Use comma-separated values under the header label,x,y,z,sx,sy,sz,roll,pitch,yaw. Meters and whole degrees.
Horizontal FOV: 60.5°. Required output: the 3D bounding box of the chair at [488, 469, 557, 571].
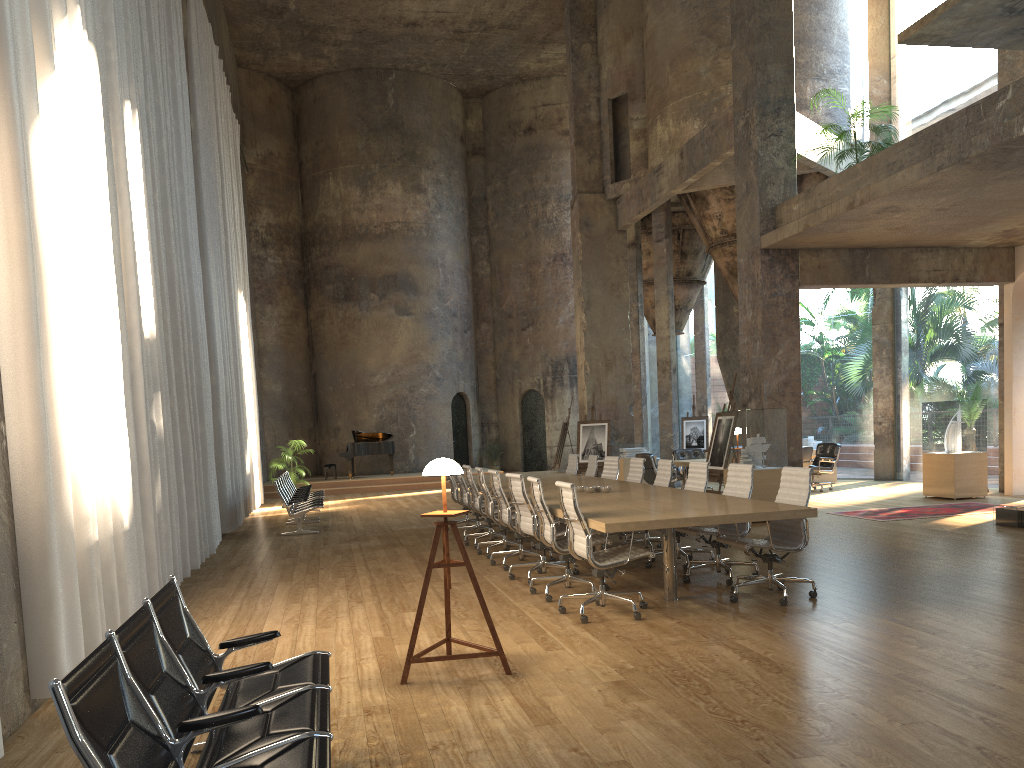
label,x,y,z,sx,sy,sz,roll,pitch,yaw
chair,0.099,1.400,9.256,0.698,1.033,0.661,-3,2,-6

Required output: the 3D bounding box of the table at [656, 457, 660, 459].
label,x,y,z,sx,sy,sz,roll,pitch,yaw
table,2.805,2.187,22.356,1.868,0.550,0.938,-2,-1,-12

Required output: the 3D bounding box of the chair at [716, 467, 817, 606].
label,x,y,z,sx,sy,sz,roll,pitch,yaw
chair,2.020,1.185,6.935,0.698,1.033,0.661,-3,2,-6

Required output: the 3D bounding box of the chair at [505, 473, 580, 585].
label,x,y,z,sx,sy,sz,roll,pitch,yaw
chair,0.304,1.343,8.347,0.698,1.033,0.662,-3,3,-12

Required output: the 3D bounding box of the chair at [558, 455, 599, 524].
label,x,y,z,sx,sy,sz,roll,pitch,yaw
chair,0.894,1.516,12.241,0.698,1.033,0.661,-3,2,-3

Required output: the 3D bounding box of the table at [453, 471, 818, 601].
label,x,y,z,sx,sy,sz,roll,pitch,yaw
table,0.639,1.540,9.946,1.598,0.763,7.693,-2,-3,-12

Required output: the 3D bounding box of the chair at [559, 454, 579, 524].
label,x,y,z,sx,sy,sz,roll,pitch,yaw
chair,0.680,1.571,13.077,0.698,1.033,0.661,-3,2,-6

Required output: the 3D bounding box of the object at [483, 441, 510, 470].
label,x,y,z,sx,sy,sz,roll,pitch,yaw
object,-0.505,2.210,26.997,0.912,0.998,0.902,-3,1,-1

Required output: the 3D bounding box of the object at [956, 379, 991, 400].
label,x,y,z,sx,sy,sz,roll,pitch,yaw
object,7.535,0.384,14.540,0.686,0.947,0.857,-4,1,-21

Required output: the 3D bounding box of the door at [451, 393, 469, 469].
label,x,y,z,sx,sy,sz,roll,pitch,yaw
door,-1.610,1.398,26.285,0.091,2.315,0.895,1,5,36

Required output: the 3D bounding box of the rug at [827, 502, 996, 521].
label,x,y,z,sx,sy,sz,roll,pitch,yaw
rug,5.882,1.783,12.360,2.458,0.009,1.342,-2,-3,-12

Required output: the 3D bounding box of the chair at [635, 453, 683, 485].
label,x,y,z,sx,sy,sz,roll,pitch,yaw
chair,2.735,1.688,16.004,0.819,0.899,0.727,-3,2,-16

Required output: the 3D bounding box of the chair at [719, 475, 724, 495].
label,x,y,z,sx,sy,sz,roll,pitch,yaw
chair,3.915,1.604,15.502,0.728,0.899,0.819,-3,1,-18

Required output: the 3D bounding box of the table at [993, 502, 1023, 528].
label,x,y,z,sx,sy,sz,roll,pitch,yaw
table,6.275,1.554,10.526,0.858,0.248,0.369,-2,-1,-12

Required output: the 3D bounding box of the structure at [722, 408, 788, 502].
label,x,y,z,sx,sy,sz,roll,pitch,yaw
structure,3.399,1.135,12.309,0.593,1.560,0.738,-4,3,-12

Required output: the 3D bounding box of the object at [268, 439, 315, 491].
label,x,y,z,sx,sy,sz,roll,pitch,yaw
object,-4.992,1.991,19.897,1.088,1.468,1.125,-4,2,-21

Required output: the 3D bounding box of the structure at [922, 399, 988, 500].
label,x,y,z,sx,sy,sz,roll,pitch,yaw
structure,7.044,1.043,13.997,0.593,1.560,0.738,-4,3,-12

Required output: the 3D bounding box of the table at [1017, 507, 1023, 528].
label,x,y,z,sx,sy,sz,roll,pitch,yaw
table,6.352,1.553,10.168,0.789,0.204,1.107,-2,-3,-12

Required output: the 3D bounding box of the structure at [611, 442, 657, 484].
label,x,y,z,sx,sy,sz,roll,pitch,yaw
structure,2.637,1.786,18.966,0.742,1.022,0.732,-3,2,-12

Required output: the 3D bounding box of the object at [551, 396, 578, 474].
label,x,y,z,sx,sy,sz,roll,pitch,yaw
object,1.185,1.363,19.840,0.685,2.164,0.694,-2,4,14

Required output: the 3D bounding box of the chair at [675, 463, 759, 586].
label,x,y,z,sx,sy,sz,roll,pitch,yaw
chair,1.826,1.242,7.862,0.698,1.033,0.661,-3,2,-8

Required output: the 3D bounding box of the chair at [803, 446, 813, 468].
label,x,y,z,sx,sy,sz,roll,pitch,yaw
chair,4.896,1.568,15.736,0.726,0.899,0.821,-4,2,-38

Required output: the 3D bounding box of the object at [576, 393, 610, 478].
label,x,y,z,sx,sy,sz,roll,pitch,yaw
object,1.679,1.244,18.017,0.702,2.164,0.677,-1,4,20

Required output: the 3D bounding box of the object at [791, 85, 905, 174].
label,x,y,z,sx,sy,sz,roll,pitch,yaw
object,4.757,-3.122,12.232,1.400,1.823,1.349,-3,2,-6

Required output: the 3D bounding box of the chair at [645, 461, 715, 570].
label,x,y,z,sx,sy,sz,roll,pitch,yaw
chair,1.634,1.298,8.758,0.698,1.033,0.661,-3,2,-6

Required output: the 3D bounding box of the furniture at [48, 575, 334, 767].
label,x,y,z,sx,sy,sz,roll,pitch,yaw
furniture,-1.028,1.235,3.272,0.707,0.847,1.866,-3,-2,-12

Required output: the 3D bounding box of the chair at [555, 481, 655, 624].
label,x,y,z,sx,sy,sz,roll,pitch,yaw
chair,0.688,1.237,6.674,0.698,1.033,0.661,-3,2,-6

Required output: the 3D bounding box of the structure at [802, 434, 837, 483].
label,x,y,z,sx,sy,sz,roll,pitch,yaw
structure,6.247,1.577,18.376,0.734,1.022,0.740,-3,2,-12

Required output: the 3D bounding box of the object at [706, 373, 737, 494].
label,x,y,z,sx,sy,sz,roll,pitch,yaw
object,3.181,0.916,13.153,0.683,2.164,0.696,-4,4,-13

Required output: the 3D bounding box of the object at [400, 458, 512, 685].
label,x,y,z,sx,sy,sz,roll,pitch,yaw
object,-0.293,1.081,5.208,0.571,1.307,0.652,-1,3,21

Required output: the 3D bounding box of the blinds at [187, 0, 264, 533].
label,x,y,z,sx,sy,sz,roll,pitch,yaw
blinds,-5.288,-1.838,16.745,0.274,8.709,7.795,-4,1,-11

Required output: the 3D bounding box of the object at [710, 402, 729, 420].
label,x,y,z,sx,sy,sz,roll,pitch,yaw
object,5.198,0.872,21.708,0.688,0.947,0.854,-2,1,9

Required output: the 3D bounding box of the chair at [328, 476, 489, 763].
label,x,y,z,sx,sy,sz,roll,pitch,yaw
chair,2.132,1.519,13.330,12.931,1.038,31.416,-2,-3,-12

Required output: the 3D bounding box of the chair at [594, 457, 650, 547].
label,x,y,z,sx,sy,sz,roll,pitch,yaw
chair,1.266,1.407,10.495,0.698,1.033,0.661,-3,2,-6

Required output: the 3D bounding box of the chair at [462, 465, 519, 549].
label,x,y,z,sx,sy,sz,roll,pitch,yaw
chair,-0.269,1.509,10.993,0.698,1.033,0.661,-3,2,-6

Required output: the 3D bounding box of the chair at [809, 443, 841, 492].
label,x,y,z,sx,sy,sz,roll,pitch,yaw
chair,5.712,1.573,16.605,0.819,0.899,0.727,-3,2,-17

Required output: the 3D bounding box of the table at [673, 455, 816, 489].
label,x,y,z,sx,sy,sz,roll,pitch,yaw
table,4.260,1.724,16.314,2.406,0.705,1.101,-2,-1,-12

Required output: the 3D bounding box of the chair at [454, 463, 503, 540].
label,x,y,z,sx,sy,sz,roll,pitch,yaw
chair,-0.460,1.565,11.889,0.698,1.033,0.661,-3,2,-8

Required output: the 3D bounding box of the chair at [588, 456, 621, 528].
label,x,y,z,sx,sy,sz,roll,pitch,yaw
chair,1.079,1.464,11.407,0.698,1.033,0.662,-3,3,-12

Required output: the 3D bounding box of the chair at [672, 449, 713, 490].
label,x,y,z,sx,sy,sz,roll,pitch,yaw
chair,3.508,1.698,16.928,0.729,0.899,0.817,-3,1,-5

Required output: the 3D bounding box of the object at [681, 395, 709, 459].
label,x,y,z,sx,sy,sz,roll,pitch,yaw
object,4.747,1.341,22.791,0.702,2.164,0.677,-2,4,17

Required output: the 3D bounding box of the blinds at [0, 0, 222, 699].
label,x,y,z,sx,sy,sz,roll,pitch,yaw
blinds,-3.500,-2.365,8.305,0.274,8.709,7.795,-4,1,-11

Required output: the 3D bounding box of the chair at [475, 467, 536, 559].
label,x,y,z,sx,sy,sz,roll,pitch,yaw
chair,-0.080,1.454,10.116,0.698,1.033,0.661,-3,2,-3

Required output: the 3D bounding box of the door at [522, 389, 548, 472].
label,x,y,z,sx,sy,sz,roll,pitch,yaw
door,0.711,1.477,26.768,0.903,2.652,0.110,-1,5,30

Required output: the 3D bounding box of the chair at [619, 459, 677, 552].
label,x,y,z,sx,sy,sz,roll,pitch,yaw
chair,1.446,1.353,9.635,0.698,1.033,0.661,-3,2,-3

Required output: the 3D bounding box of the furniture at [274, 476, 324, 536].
label,x,y,z,sx,sy,sz,roll,pitch,yaw
furniture,-3.404,1.922,14.220,0.707,0.847,1.866,-3,-2,-12

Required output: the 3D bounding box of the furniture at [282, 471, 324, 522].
label,x,y,z,sx,sy,sz,roll,pitch,yaw
furniture,-3.898,2.068,16.551,0.707,0.847,1.866,-3,-2,-12

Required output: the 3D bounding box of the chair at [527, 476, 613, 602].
label,x,y,z,sx,sy,sz,roll,pitch,yaw
chair,0.481,1.290,7.511,0.698,1.033,0.661,-3,2,-3
